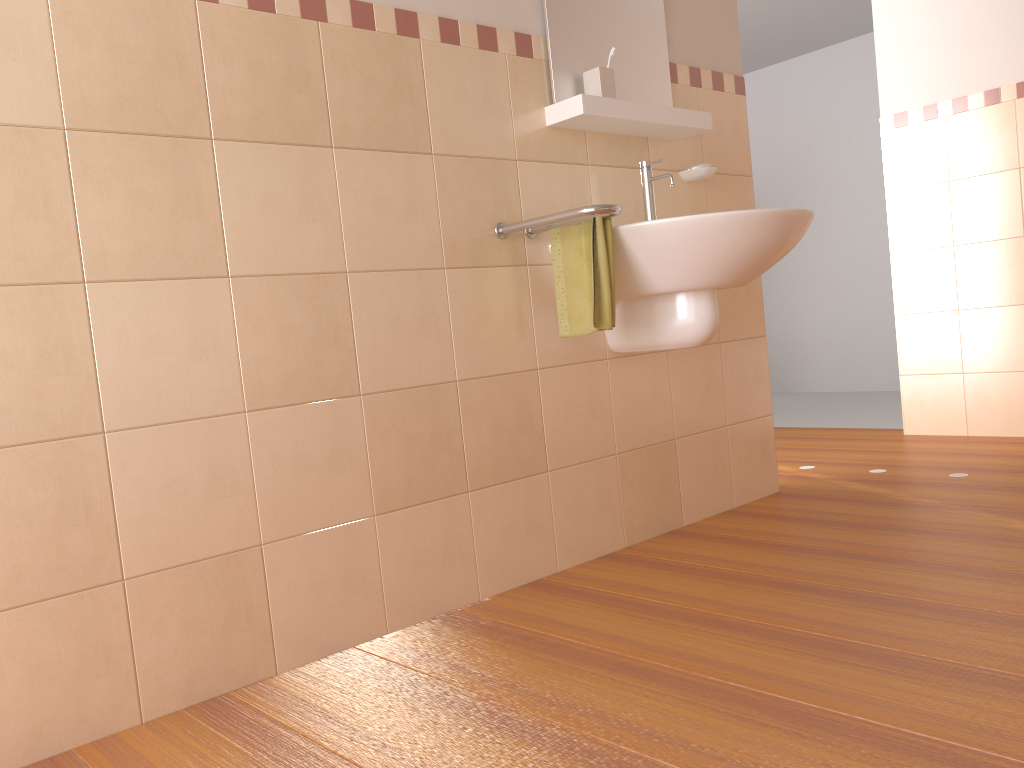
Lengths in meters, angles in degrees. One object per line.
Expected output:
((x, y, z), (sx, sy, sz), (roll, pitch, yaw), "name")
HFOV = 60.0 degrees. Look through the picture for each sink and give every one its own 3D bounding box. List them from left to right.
((0.507, -0.358, 2.331), (0.683, 0.516, 0.539), (-9, 5, -41), "sink")

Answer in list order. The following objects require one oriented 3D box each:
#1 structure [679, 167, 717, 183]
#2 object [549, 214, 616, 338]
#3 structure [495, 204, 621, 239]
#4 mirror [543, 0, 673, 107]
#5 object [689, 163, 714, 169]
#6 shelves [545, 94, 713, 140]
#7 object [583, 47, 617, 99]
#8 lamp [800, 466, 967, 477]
((0.577, -0.636, 2.698), (0.117, 0.029, 0.092), (-9, 5, -41), "structure")
((0.177, -0.271, 2.164), (0.085, 0.306, 0.181), (-8, 4, -25), "object")
((0.118, -0.392, 2.121), (0.142, 0.042, 0.333), (-9, 5, -41), "structure")
((0.256, -1.161, 2.470), (0.502, 0.799, 0.008), (-9, 5, -41), "mirror")
((0.575, -0.658, 2.699), (0.075, 0.023, 0.050), (-5, 4, 13), "object")
((0.335, -0.733, 2.457), (0.554, 0.050, 0.138), (-9, 5, -41), "shelves")
((0.237, -0.817, 2.363), (0.063, 0.149, 0.073), (-9, 5, -41), "object")
((0.334, 0.489, 1.974), (3.173, 0.001, 2.893), (-9, 5, -41), "lamp")
